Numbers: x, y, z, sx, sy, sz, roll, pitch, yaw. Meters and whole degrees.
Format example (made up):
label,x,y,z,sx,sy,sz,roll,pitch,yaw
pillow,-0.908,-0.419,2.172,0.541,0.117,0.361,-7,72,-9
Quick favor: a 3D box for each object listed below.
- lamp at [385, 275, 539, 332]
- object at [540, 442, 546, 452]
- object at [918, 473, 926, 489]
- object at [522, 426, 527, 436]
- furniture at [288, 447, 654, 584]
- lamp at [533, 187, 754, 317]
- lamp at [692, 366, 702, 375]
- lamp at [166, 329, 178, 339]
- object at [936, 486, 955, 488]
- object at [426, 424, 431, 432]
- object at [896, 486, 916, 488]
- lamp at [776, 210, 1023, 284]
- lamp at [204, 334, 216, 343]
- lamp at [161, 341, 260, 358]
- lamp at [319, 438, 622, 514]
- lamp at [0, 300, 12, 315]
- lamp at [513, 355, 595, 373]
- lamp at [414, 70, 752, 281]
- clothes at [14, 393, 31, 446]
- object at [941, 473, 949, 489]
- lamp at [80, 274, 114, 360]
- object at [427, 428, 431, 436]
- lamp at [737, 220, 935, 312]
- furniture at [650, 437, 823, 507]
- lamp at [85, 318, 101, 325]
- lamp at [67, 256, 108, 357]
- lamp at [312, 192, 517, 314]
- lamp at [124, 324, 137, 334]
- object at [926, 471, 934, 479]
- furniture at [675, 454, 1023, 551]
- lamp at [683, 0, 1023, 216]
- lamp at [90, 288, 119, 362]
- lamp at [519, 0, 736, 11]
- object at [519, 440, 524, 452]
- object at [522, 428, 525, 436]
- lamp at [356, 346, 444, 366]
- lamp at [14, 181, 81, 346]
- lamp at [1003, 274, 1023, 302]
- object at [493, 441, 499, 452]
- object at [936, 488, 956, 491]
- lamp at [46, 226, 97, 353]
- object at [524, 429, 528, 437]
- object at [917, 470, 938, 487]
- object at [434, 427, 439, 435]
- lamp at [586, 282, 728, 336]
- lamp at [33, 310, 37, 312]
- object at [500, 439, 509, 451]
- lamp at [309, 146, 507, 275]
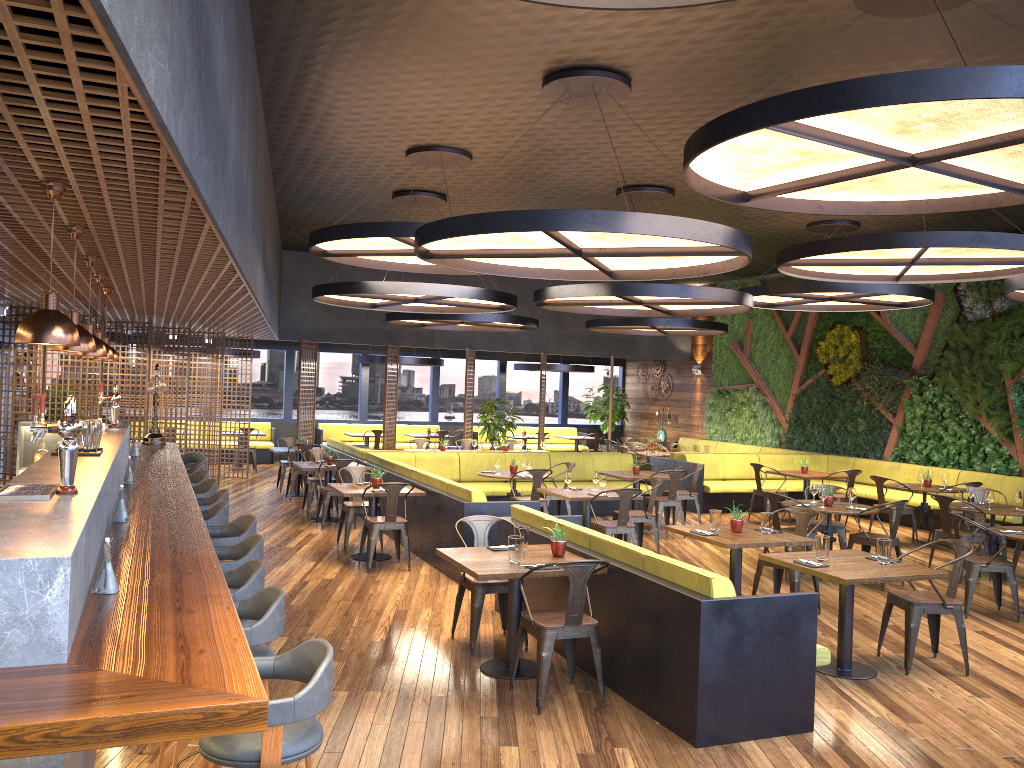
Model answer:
label,x,y,z,sx,sy,sz,roll,pitch,yaw
lamp,-0.880,-1.790,16.151,2.778,1.475,2.778,2,0,-22
object,0.555,1.140,15.947,0.097,0.206,0.097,2,0,24
object,5.530,1.303,11.966,0.097,0.206,0.097,2,0,-32
object,0.292,1.115,21.173,0.238,0.271,0.260,2,0,-1
furniture,0.042,1.517,12.886,4.895,0.914,7.462,2,0,-27
lamp,1.689,-1.716,11.404,2.778,1.475,2.778,2,0,27
lamp,4.340,-0.332,20.953,0.189,0.215,0.215,2,0,-22
lamp,-5.841,-0.858,15.272,0.228,0.172,0.228,2,0,-22
object,5.961,1.414,12.249,0.255,0.019,0.157,2,0,-20
object,-1.891,1.033,20.289,0.238,0.271,0.260,2,0,-1
object,5.369,1.391,12.041,0.255,0.019,0.157,2,0,-24
lamp,4.280,-1.808,9.437,2.778,1.159,2.778,2,0,-45
lamp,-5.643,-0.846,16.492,0.228,0.172,0.228,2,0,-22
lamp,-6.276,-1.670,18.625,1.979,2.172,1.979,2,0,-16
lamp,-2.837,0.519,14.304,9.057,2.714,3.017,2,0,-22
lamp,-5.865,-0.878,10.169,0.228,0.172,0.228,2,0,-22
lamp,1.060,-1.397,21.609,1.979,2.172,1.979,2,0,-37
lamp,0.600,-1.770,7.445,2.778,1.475,2.778,2,0,32
clothes,-9.415,0.903,17.182,0.401,1.494,0.423,2,0,-26
object,5.865,1.315,12.010,0.097,0.206,0.097,2,0,32
lamp,-3.303,-0.537,7.090,0.250,0.673,0.250,2,0,10
object,-1.882,1.079,20.105,0.102,0.178,0.102,2,0,-37
lamp,4.744,-1.777,13.138,2.778,1.159,2.778,2,0,-32
furniture,3.402,1.656,17.808,3.378,0.916,4.755,2,0,-22
lamp,-6.115,-0.876,12.920,0.228,0.172,0.228,2,0,-22
lamp,-2.869,-0.526,6.021,0.250,0.673,0.250,2,0,10
lamp,-1.293,-1.820,12.159,2.778,1.475,2.778,2,0,-18
lamp,-6.069,-0.870,14.070,0.228,0.172,0.228,2,0,-22
object,5.812,1.314,12.334,0.097,0.206,0.097,2,0,-2
furniture,5.145,1.703,13.512,3.372,0.914,4.503,2,0,-22
lamp,2.488,-1.888,5.465,2.778,1.159,2.778,2,0,13
lamp,-3.758,-0.549,8.210,0.250,0.673,0.250,2,0,10
lamp,0.387,-2.034,2.534,1.979,1.093,1.979,2,0,31
object,0.175,1.127,16.159,0.097,0.206,0.097,2,0,24
object,0.279,1.162,21.357,0.102,0.178,0.102,2,0,-37
lamp,-2.503,-1.529,20.160,1.979,2.172,1.979,2,0,23
lamp,-1.931,-0.501,3.713,0.250,0.673,0.250,2,0,-35
lamp,6.715,-1.620,9.216,2.778,1.362,2.778,2,0,37
object,-0.287,1.108,15.605,0.097,0.206,0.097,2,0,24
object,5.783,1.406,11.854,0.157,0.019,0.255,2,0,-22
lamp,-2.380,-0.513,4.819,0.250,0.673,0.250,2,0,10
object,0.322,1.162,21.000,0.102,0.178,0.102,2,0,-37
object,5.688,1.274,12.159,0.260,0.271,0.238,2,0,17
object,-1.730,1.085,20.272,0.102,0.178,0.102,2,0,-37
lamp,2.878,-1.726,17.592,2.778,1.362,2.778,2,0,32
lamp,-6.235,-0.885,11.740,0.228,0.172,0.228,2,0,-22
object,-0.125,1.080,15.903,0.238,0.271,0.260,2,0,-1
lamp,-0.839,-1.990,9.964,2.778,1.159,2.778,2,0,28
